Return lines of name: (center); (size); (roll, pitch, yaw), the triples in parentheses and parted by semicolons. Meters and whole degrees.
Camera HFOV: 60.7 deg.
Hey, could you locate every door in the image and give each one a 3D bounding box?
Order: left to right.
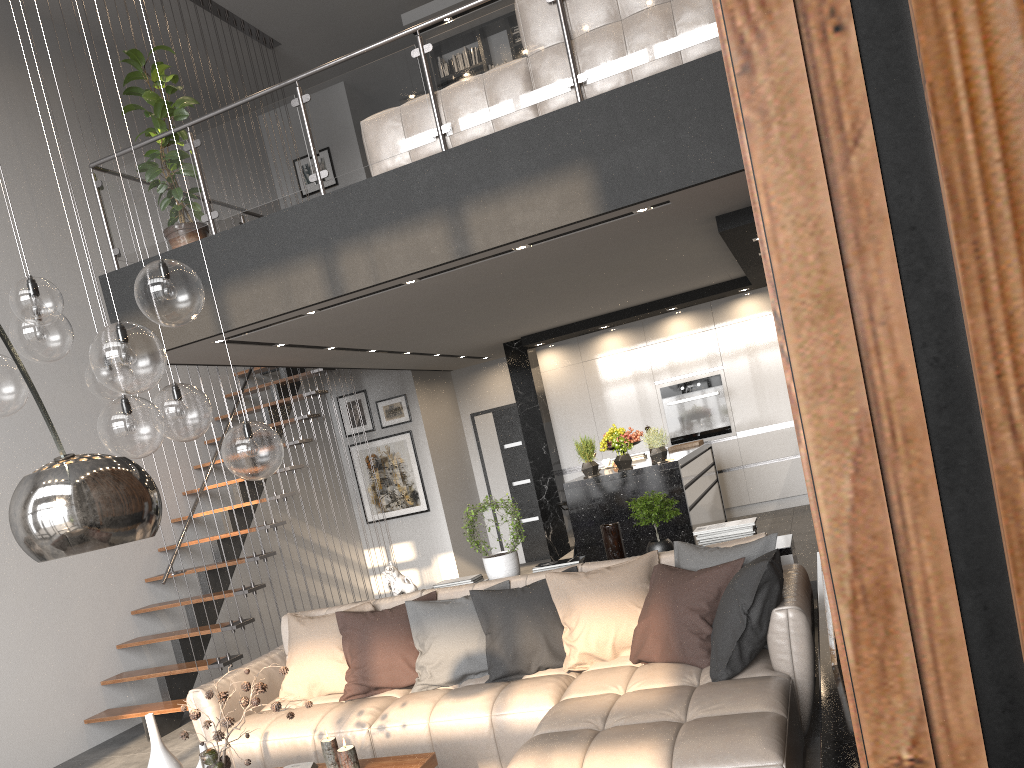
door: (0.137, 1.297, 11.320); (0.984, 2.103, 0.166); (-11, 5, 20)

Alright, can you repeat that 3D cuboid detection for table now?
table: (-1.091, 1.869, 3.470); (1.469, 0.358, 0.885); (-14, -3, 20)

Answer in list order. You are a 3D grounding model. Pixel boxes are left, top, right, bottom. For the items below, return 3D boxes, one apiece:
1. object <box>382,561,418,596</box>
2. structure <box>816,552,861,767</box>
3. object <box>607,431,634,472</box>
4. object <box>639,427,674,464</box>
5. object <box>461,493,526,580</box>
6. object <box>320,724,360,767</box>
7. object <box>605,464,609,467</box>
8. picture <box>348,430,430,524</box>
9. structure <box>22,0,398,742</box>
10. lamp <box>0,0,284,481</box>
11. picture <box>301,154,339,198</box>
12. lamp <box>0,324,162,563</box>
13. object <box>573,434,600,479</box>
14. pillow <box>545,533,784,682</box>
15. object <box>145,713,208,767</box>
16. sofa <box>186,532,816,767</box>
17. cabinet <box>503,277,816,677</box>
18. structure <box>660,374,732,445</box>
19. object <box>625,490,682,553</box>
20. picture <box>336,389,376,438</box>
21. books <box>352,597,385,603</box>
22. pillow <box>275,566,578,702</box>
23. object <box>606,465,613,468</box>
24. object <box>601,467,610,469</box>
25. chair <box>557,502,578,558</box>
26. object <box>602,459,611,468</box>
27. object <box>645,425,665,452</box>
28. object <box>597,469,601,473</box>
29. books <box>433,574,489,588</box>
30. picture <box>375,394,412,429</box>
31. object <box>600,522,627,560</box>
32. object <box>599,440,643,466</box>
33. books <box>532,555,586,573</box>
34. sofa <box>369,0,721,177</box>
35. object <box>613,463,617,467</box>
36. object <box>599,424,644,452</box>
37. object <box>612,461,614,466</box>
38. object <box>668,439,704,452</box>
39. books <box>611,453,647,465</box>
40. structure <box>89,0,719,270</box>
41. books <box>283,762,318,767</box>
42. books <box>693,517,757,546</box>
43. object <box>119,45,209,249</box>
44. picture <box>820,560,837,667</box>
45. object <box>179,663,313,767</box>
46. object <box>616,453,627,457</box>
object: (-0.689, 1.243, 5.480); (0.210, 0.293, 0.133); (-11, 4, 38)
structure: (1.208, 1.215, 2.315); (0.674, 0.461, 6.441); (-13, -4, 19)
object: (0.833, 0.508, 6.711); (0.181, 0.315, 0.169); (-11, 3, 30)
object: (1.103, 0.456, 6.639); (0.224, 0.287, 0.206); (-12, 2, 32)
object: (-0.092, 0.943, 5.238); (0.385, 0.582, 0.213); (-13, 4, 1)
object: (-0.713, 1.506, 3.602); (0.155, 0.213, 0.075); (-12, 4, 30)
object: (0.826, 0.727, 7.733); (0.027, 0.027, 0.131); (-13, -3, -22)
picture: (-1.489, 1.136, 10.575); (0.881, 1.004, 0.024); (-12, 5, 20)
structure: (-2.697, -0.305, 7.815); (1.190, 6.108, 3.530); (-11, 3, 19)
lamp: (-1.919, -1.997, 3.114); (1.242, 5.046, 1.205); (-11, 5, 16)
picture: (-2.296, -2.460, 10.256); (0.509, 0.415, 0.024); (-13, 5, 20)
lamp: (-0.824, 0.632, 1.206); (0.319, 2.354, 2.026); (-13, 1, -5)
object: (0.593, 0.541, 6.818); (0.183, 0.372, 0.198); (-14, 3, -26)
pillow: (0.777, 1.080, 4.178); (0.746, 0.552, 1.406); (-12, -3, -40)
object: (-1.414, 1.573, 3.689); (0.321, 0.402, 0.313); (-11, 2, 38)
sofa: (-0.236, 1.489, 4.191); (3.280, 0.826, 1.849); (-14, -3, 20)
cabinet: (1.248, 0.159, 7.681); (3.659, 3.268, 6.114); (-13, -2, 19)
structure: (2.066, 0.280, 9.683); (0.662, 0.638, 0.641); (-13, 0, 19)
object: (0.813, 0.799, 4.919); (0.268, 0.412, 0.311); (-13, 2, -21)
picture: (-1.887, 0.361, 10.584); (0.414, 0.511, 0.024); (-12, 5, 20)
books: (-0.948, 1.426, 5.602); (0.297, 0.055, 0.180); (-14, -4, 24)
pillow: (-0.469, 1.396, 4.755); (1.962, 0.504, 0.534); (-14, 0, 19)
object: (0.903, 0.711, 7.645); (0.188, 0.012, 0.195); (-10, -5, -38)
object: (0.875, 0.726, 7.693); (0.230, 0.003, 0.225); (-14, -4, 19)
chair: (0.860, 1.303, 7.854); (0.439, 0.741, 1.704); (-12, -2, 19)
object: (0.844, 0.703, 7.772); (0.083, 0.071, 0.077); (-13, 0, -21)
object: (1.378, 0.521, 8.408); (0.151, 0.286, 0.198); (-12, 2, 2)
object: (0.660, 0.709, 7.226); (0.154, 0.071, 0.156); (-12, -3, -12)
books: (-0.324, 1.252, 5.383); (0.352, 0.101, 0.191); (-14, -2, 20)
picture: (-1.409, 0.328, 10.419); (0.414, 0.338, 0.024); (-13, 5, 20)
object: (0.586, 0.929, 5.011); (0.110, 0.270, 0.106); (-11, 4, 25)
object: (0.906, 0.582, 7.085); (0.363, 0.189, 0.370); (-12, -2, -17)
books: (0.276, 1.095, 5.153); (0.329, 0.100, 0.202); (-14, -3, 20)
sofa: (0.448, -1.856, 5.939); (2.302, 0.788, 2.255); (-14, -3, 19)
object: (0.887, 0.668, 7.342); (0.075, 0.059, 0.059); (-13, 0, 41)
object: (0.880, 0.417, 7.076); (0.350, 0.217, 0.315); (-13, -1, 17)
object: (0.907, 0.694, 7.639); (0.075, 0.043, 0.127); (-13, -3, 11)
object: (1.653, 0.582, 8.313); (0.293, 0.030, 0.395); (-14, -4, 19)
books: (1.071, 0.691, 8.054); (0.326, 0.038, 0.170); (-14, -4, 19)
structure: (-0.318, -1.608, 6.755); (4.268, 0.746, 3.329); (-14, -4, 19)
books: (-0.990, 1.660, 3.657); (0.342, 0.040, 0.231); (-13, -4, -3)
books: (1.172, 0.838, 4.760); (0.336, 0.152, 0.196); (-14, -1, 20)
object: (-2.351, -1.571, 6.020); (0.784, 1.483, 0.516); (-10, 5, 40)
picture: (1.242, 0.547, 3.530); (0.102, 1.008, 0.716); (-11, 2, 19)
object: (-1.019, 1.358, 3.367); (0.539, 0.609, 0.316); (-13, 3, -9)
object: (1.052, 0.702, 8.367); (0.154, 0.071, 0.156); (-12, -3, -12)
